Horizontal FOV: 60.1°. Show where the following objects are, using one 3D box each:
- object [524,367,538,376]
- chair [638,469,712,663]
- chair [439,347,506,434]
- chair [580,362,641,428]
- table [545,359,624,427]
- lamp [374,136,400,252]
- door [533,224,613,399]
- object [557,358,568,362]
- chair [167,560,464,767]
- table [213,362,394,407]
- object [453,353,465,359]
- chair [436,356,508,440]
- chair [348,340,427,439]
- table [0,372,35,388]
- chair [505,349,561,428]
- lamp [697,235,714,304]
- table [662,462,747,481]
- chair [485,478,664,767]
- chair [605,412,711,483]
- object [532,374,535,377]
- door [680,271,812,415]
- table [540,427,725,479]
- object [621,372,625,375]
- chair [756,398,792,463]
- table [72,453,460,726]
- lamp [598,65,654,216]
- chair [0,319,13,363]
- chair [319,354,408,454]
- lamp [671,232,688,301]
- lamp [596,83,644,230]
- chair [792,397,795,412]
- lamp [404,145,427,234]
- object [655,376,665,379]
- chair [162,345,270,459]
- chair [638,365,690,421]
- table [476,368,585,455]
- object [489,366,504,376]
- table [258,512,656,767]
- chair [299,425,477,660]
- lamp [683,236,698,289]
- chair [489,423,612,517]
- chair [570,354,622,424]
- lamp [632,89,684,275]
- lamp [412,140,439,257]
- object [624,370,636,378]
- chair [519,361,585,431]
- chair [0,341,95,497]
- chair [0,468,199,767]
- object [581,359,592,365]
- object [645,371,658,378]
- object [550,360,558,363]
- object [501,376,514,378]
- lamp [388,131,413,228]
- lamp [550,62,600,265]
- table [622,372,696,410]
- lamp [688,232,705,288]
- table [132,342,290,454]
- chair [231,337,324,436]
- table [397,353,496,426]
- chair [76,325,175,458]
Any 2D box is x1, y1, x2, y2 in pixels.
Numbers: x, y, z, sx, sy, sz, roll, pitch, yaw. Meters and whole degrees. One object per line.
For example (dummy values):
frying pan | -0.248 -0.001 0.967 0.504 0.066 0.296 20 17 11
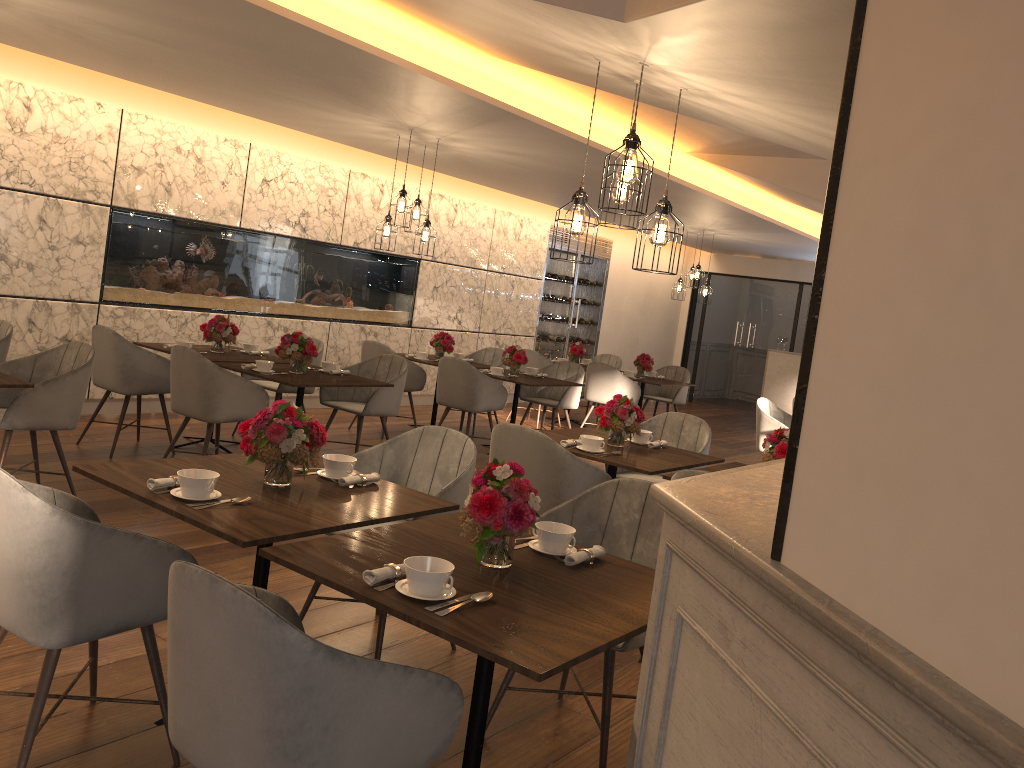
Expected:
object | 0.190 -0.118 8.499 0.148 0.072 0.149 7 5 -12
chair | 0.900 0.786 3.757 0.568 0.870 0.525 10 4 36
chair | -0.373 0.040 9.367 0.568 0.870 0.525 10 4 36
chair | 1.055 0.203 9.739 0.568 0.870 0.525 10 4 36
table | 0.710 0.123 10.806 0.901 0.719 0.895 11 5 36
lamp | -0.933 -2.150 7.425 0.176 2.065 0.174 10 3 37
door | 0.870 -0.992 12.930 0.135 2.462 1.854 10 4 36
object | 0.598 -0.268 10.545 0.148 0.072 0.149 7 5 -12
chair | -0.467 0.784 1.882 0.568 0.870 0.525 10 4 36
table | -1.500 0.283 6.160 0.901 0.719 0.895 11 5 36
object | -0.542 -0.276 9.040 0.148 0.072 0.149 7 5 -12
chair | -0.402 0.201 7.739 0.568 0.870 0.525 10 4 36
chair | -1.166 0.036 8.304 0.568 0.870 0.525 10 4 36
table | -2.958 0.281 4.159 0.901 0.719 0.895 11 5 36
chair | 0.291 0.038 10.304 0.568 0.870 0.525 10 4 36
lamp | 2.729 -2.107 11.900 0.176 2.065 0.174 10 3 37
table | 1.281 0.862 4.287 0.901 0.719 0.895 11 5 36
chair | 0.289 0.779 2.972 0.568 0.870 0.525 10 4 36
chair | 0.892 0.617 5.413 0.568 0.870 0.525 10 4 36
object | 0.244 -0.081 8.446 0.025 0.024 0.192 11 6 36
door | 3.999 -0.680 15.248 2.116 2.328 0.273 11 4 36
table | 0.517 0.698 4.852 0.901 0.719 0.895 11 5 36
object | 1.237 -0.113 10.071 0.056 0.039 0.175 11 6 36
chair | 2.345 0.594 7.659 0.529 0.870 0.564 10 4 36
table | -0.850 0.696 2.975 0.901 0.719 0.895 11 5 36
lamp | 0.558 -1.669 3.298 0.176 2.065 0.174 10 3 37
chair | -3.347 0.036 5.285 0.568 0.870 0.525 10 4 36
chair | -1.126 0.202 6.721 0.568 0.870 0.525 10 4 36
lamp | 2.396 -2.163 11.989 0.176 2.065 0.174 10 3 37
lamp | 0.611 -1.724 3.918 0.176 2.065 0.174 10 3 37
chair | 2.898 0.595 8.417 0.529 0.870 0.564 10 4 36
lamp | -0.713 -2.341 7.682 0.176 2.065 0.174 10 3 37
object | 1.748 -0.080 10.450 0.056 0.039 0.175 11 6 36
chair | -1.919 0.198 5.658 0.568 0.870 0.525 10 4 36
chair | 1.849 0.206 10.802 0.568 0.870 0.525 10 4 36
table | 0.016 0.285 8.241 0.901 0.719 0.895 11 5 36
object | -0.140 -0.113 7.987 0.148 0.072 0.149 7 5 -12
table | -0.086 0.860 2.411 0.901 0.719 0.895 11 5 36
chair | -0.475 0.615 3.537 0.568 0.870 0.525 10 4 36
lamp | 2.616 -2.354 12.246 0.176 2.065 0.174 10 3 37
chair | 0.135 0.621 4.322 0.568 0.870 0.525 10 4 36
chair | 1.084 0.042 11.367 0.568 0.870 0.525 10 4 36
lamp | 0.724 -1.478 3.572 0.176 2.065 0.174 10 3 37
lamp | -0.600 -2.094 7.336 0.176 2.065 0.174 10 3 37
object | 1.330 -0.110 10.004 0.148 0.072 0.149 7 5 -12
chair | 0.391 0.204 8.802 0.568 0.870 0.525 10 4 36
chair | -2.583 0.200 4.721 0.568 0.870 0.525 10 4 36
chair | -1.232 0.619 2.446 0.568 0.870 0.525 10 4 36
object | 0.928 -0.273 11.057 0.148 0.072 0.149 5 6 -31
object | 1.660 -0.116 10.516 0.148 0.072 0.149 5 6 -31
object | 0.505 -0.271 10.612 0.056 0.039 0.175 11 6 36
object | -0.042 -0.065 7.937 0.043 0.015 0.197 11 7 32
lamp | -0.766 -2.285 7.062 0.176 2.065 0.174 10 3 37
lamp | 0.391 -1.534 3.661 0.176 2.065 0.174 10 3 37
table | 1.474 0.287 10.241 0.901 0.719 0.895 11 5 36
lamp | 2.563 -2.299 11.626 0.176 2.065 0.174 10 3 37
table | -2.265 0.118 6.725 0.901 0.719 0.895 11 5 36
chair | -1.890 0.038 7.286 0.568 0.870 0.525 10 4 36
table | -0.748 0.121 8.805 0.901 0.719 0.895 11 5 36
chair | -2.683 0.034 6.222 0.568 0.870 0.525 10 4 36
